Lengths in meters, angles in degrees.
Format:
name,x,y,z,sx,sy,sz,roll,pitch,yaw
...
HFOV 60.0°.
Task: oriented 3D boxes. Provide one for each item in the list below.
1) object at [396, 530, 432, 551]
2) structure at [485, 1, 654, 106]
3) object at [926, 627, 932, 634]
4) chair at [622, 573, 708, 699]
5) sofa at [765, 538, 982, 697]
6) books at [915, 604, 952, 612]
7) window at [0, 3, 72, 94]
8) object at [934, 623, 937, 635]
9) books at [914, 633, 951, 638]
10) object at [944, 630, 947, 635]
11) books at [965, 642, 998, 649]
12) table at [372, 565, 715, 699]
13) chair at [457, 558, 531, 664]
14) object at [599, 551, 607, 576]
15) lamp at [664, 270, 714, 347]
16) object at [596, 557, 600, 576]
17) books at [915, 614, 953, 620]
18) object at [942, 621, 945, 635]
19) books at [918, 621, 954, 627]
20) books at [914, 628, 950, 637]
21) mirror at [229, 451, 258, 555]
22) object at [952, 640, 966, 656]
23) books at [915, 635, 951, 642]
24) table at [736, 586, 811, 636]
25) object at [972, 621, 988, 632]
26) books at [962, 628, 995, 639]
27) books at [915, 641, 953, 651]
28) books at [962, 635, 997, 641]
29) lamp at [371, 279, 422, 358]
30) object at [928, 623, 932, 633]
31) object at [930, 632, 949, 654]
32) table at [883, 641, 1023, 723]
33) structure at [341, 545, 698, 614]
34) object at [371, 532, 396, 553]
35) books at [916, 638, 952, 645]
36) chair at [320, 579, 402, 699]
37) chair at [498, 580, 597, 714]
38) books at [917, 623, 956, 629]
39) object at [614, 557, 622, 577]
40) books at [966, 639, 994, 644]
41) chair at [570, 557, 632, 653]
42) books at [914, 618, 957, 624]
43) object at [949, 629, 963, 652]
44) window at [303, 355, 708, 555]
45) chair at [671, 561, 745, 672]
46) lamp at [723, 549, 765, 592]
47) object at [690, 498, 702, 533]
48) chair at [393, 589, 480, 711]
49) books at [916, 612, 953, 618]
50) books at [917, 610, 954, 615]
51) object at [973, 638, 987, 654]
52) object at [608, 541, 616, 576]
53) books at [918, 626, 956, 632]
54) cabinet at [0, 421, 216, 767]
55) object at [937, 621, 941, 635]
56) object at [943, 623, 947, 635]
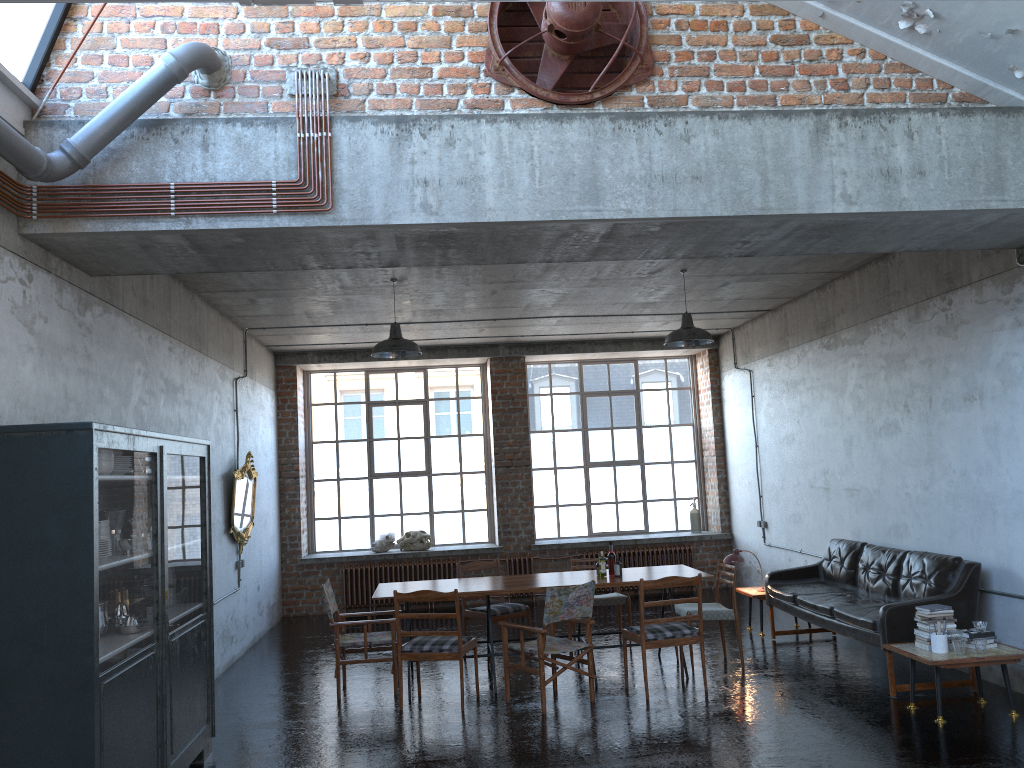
name,x,y,z,sx,sy,sz,roll,pitch,yaw
object,-1.507,2.379,13.483,0.418,0.305,0.625,1,-7,-31
structure,0.339,-2.263,5.603,1.058,1.096,0.808,-2,-6,-5
object,3.126,1.876,6.548,0.137,0.190,0.009,-3,-6,-2
chair,1.309,2.163,7.699,0.573,1.028,0.509,-1,-6,-16
sofa,3.285,2.075,8.383,0.929,1.045,2.610,-2,-6,-5
books,3.207,1.704,6.751,0.201,0.024,0.159,-1,-6,-15
window,-2.104,-3.271,1.371,0.994,2.404,8.048,-2,-6,-5
object,3.151,1.861,6.580,0.009,0.167,0.061,-4,-6,7
books,3.220,1.897,6.725,0.255,0.014,0.192,-3,-6,-2
object,3.173,1.886,6.526,0.068,0.159,0.009,-4,-6,8
books,3.490,1.958,6.683,0.179,0.034,0.243,-1,-6,-22
table,0.286,2.334,8.457,3.112,0.917,1.067,-2,-6,-5
chair,-0.183,2.414,9.446,0.573,1.028,0.509,2,-7,-41
object,0.871,1.728,8.530,0.070,0.235,0.041,-2,-6,-6
lamp,1.772,-0.854,9.053,0.502,0.891,0.502,-3,-6,-1
object,0.857,1.775,8.641,0.077,0.173,0.077,-1,-6,-20
books,3.204,1.768,6.734,0.231,0.023,0.162,-4,-6,10
object,3.187,1.847,6.560,0.052,0.185,0.009,-3,-6,-4
books,3.219,1.809,6.731,0.205,0.022,0.155,-2,-6,-10
books,3.217,1.876,6.728,0.245,0.028,0.193,-2,-6,-10
mirror,-3.101,1.380,10.330,0.172,1.182,1.339,-2,-6,-5
object,3.239,1.912,6.420,0.092,0.099,0.092,0,-6,-27
books,3.212,1.915,6.707,0.249,0.023,0.175,-2,-6,-5
table,3.021,2.561,10.051,0.811,0.458,0.649,-2,-6,-5
object,3.526,1.827,6.677,0.103,0.068,0.103,1,-7,-32
books,3.481,1.880,6.691,0.225,0.029,0.179,-2,-6,-13
books,3.213,1.970,6.702,0.248,0.043,0.192,-2,-6,-5
books,3.491,1.907,6.695,0.243,0.024,0.175,-2,-6,-9
lamp,-1.161,-0.729,8.782,0.502,0.891,0.502,-3,-6,-1
object,3.110,1.870,6.562,0.046,0.202,0.023,-6,-7,31
object,3.149,1.910,6.533,0.110,0.137,0.110,-2,-6,-5
table,3.326,2.200,6.589,0.811,0.458,0.649,-2,-6,-5
structure,0.146,2.905,13.206,5.349,0.713,0.232,-2,-6,-5
object,-1.958,2.416,13.503,0.281,0.281,0.575,-5,-6,21
books,3.213,1.938,6.705,0.249,0.023,0.175,-2,-6,-10
chair,-1.389,2.346,8.270,0.713,1.031,0.574,-2,-6,-5
chair,0.321,2.179,7.476,0.574,1.031,0.713,1,-7,-35
books,3.221,1.831,6.735,0.224,0.021,0.158,-2,-6,-5
object,1.009,1.743,8.453,0.051,0.180,0.097,1,-7,-33
books,3.479,1.931,6.690,0.166,0.024,0.227,0,-6,-26
chair,0.953,2.399,9.711,0.589,0.971,0.577,-2,-6,-6
books,3.213,1.789,6.733,0.244,0.019,0.174,-2,-6,-5
object,3.277,1.893,6.530,0.087,0.155,0.087,1,-7,-32
window,4.220,2.571,14.775,19.864,12.900,0.747,-2,-6,-5
chair,1.894,2.237,8.581,0.577,0.971,0.589,-2,-6,-6
lamp,2.640,2.108,10.049,0.496,0.492,0.220,-2,-6,-13
object,2.894,2.079,14.006,0.172,0.551,0.172,-7,-7,38
chair,-0.643,2.258,7.635,0.573,1.028,0.509,-4,-6,14
books,3.216,1.747,6.748,0.209,0.023,0.167,-2,-6,-11
books,3.215,1.724,6.740,0.205,0.020,0.155,-2,-6,-5
object,3.401,1.905,6.435,0.092,0.099,0.092,0,-6,-27
object,0.965,1.686,8.583,0.075,0.324,0.075,-5,-6,20
books,3.224,1.851,6.728,0.221,0.023,0.147,-2,-6,-6
cabinet,-2.426,1.463,5.477,0.572,2.297,2.386,-2,-6,-5
object,3.172,1.868,6.575,0.023,0.204,0.037,-7,-7,34
object,3.188,1.853,6.547,0.062,0.169,0.009,-2,-6,-6
